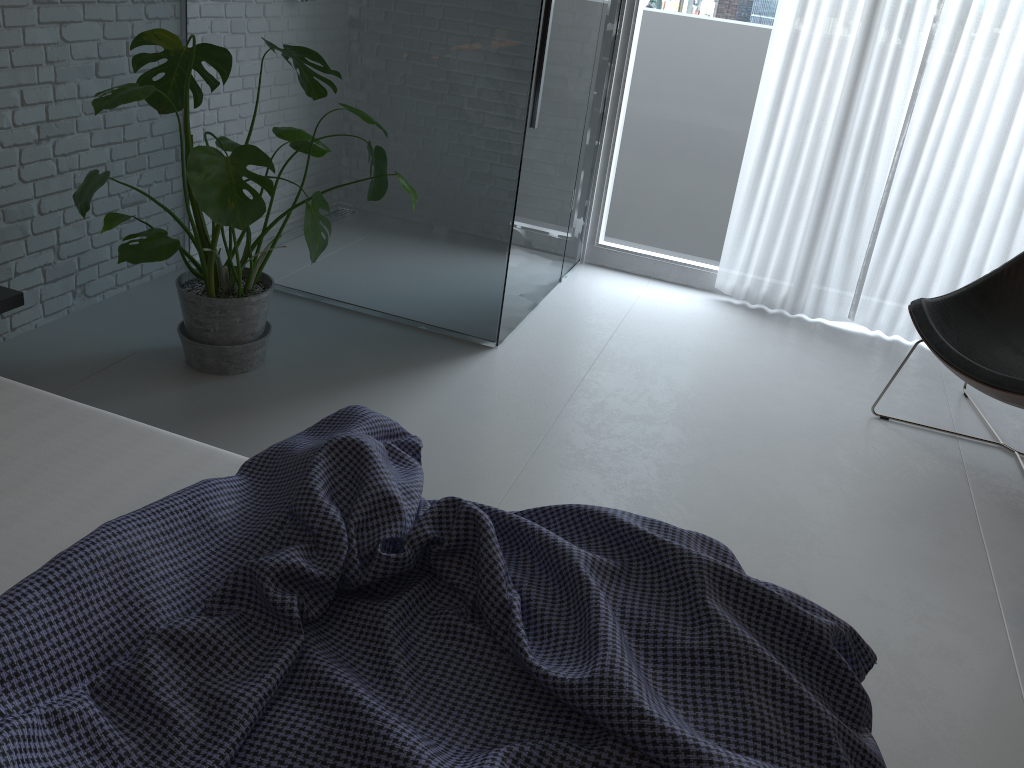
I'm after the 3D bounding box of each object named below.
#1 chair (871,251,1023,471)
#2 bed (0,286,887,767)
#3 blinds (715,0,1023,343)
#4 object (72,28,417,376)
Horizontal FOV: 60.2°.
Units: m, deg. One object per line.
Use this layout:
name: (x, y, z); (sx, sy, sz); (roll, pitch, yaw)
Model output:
chair: (1.787, -0.078, 2.951); (0.816, 0.670, 0.812); (-6, 28, -28)
bed: (-0.802, -0.135, 0.874); (2.622, 1.982, 2.625); (15, 26, 15)
blinds: (1.972, -1.379, 3.403); (1.863, 2.616, 0.140); (15, 24, 16)
object: (-0.812, -0.550, 2.808); (0.864, 1.017, 1.006); (24, 29, 31)
